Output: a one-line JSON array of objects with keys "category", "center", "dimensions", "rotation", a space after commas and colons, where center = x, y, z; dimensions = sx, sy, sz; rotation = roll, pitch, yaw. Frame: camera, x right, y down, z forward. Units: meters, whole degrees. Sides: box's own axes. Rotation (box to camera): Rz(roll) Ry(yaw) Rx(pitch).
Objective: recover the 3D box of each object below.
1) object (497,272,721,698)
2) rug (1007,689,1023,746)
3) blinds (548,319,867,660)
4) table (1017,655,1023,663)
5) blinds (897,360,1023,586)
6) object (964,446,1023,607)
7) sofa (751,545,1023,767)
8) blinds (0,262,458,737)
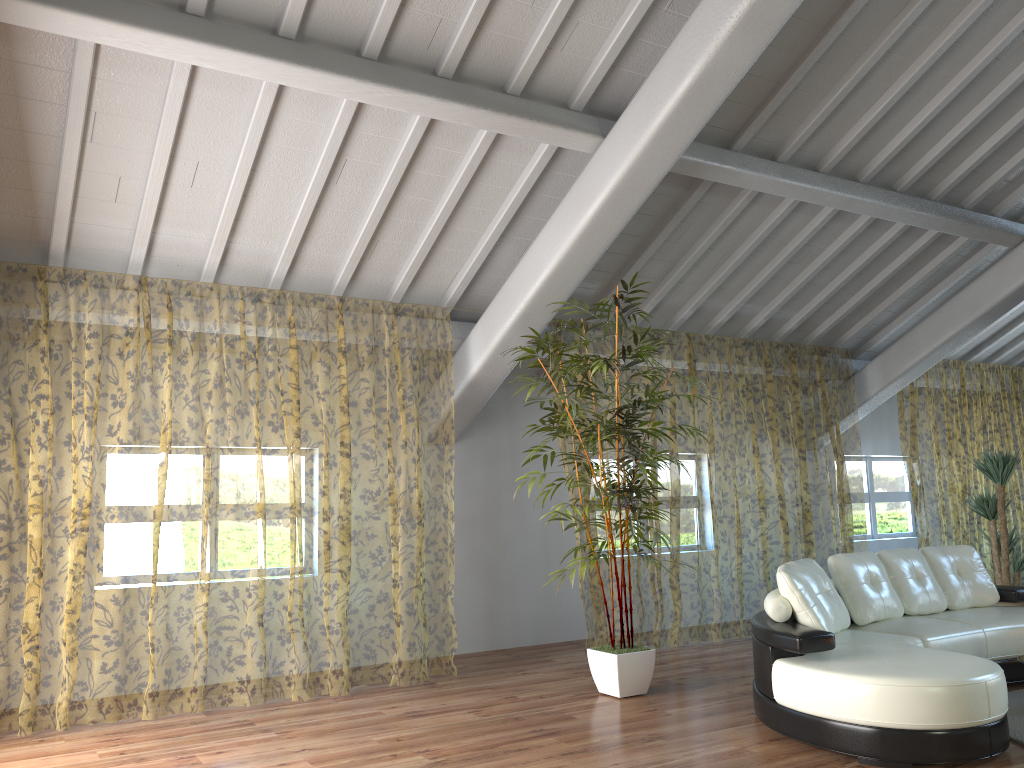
[{"category": "object", "center": [0.668, 0.630, 5.444], "dimensions": [1.399, 2.473, 1.177], "rotation": [-1, -8, -6]}, {"category": "rug", "center": [3.475, 1.623, 4.127], "dimensions": [2.307, 0.020, 2.313], "rotation": [-6, -9, 29]}, {"category": "blinds", "center": [1.797, 0.848, 7.484], "dimensions": [3.505, 2.546, 0.306], "rotation": [3, -9, -31]}, {"category": "table", "center": [3.309, 1.490, 4.262], "dimensions": [1.201, 0.290, 1.201], "rotation": [3, -9, -28]}, {"category": "blinds", "center": [5.027, 1.032, 9.416], "dimensions": [2.780, 2.546, 0.306], "rotation": [3, -9, -31]}, {"category": "object", "center": [4.299, 1.342, 7.825], "dimensions": [0.564, 1.586, 0.588], "rotation": [-2, -8, 2]}, {"category": "sofa", "center": [2.287, 1.401, 5.158], "dimensions": [1.359, 0.805, 3.047], "rotation": [-8, -10, 38]}, {"category": "blinds", "center": [-1.897, 0.639, 5.278], "dimensions": [3.505, 2.546, 0.306], "rotation": [3, -9, -31]}]
